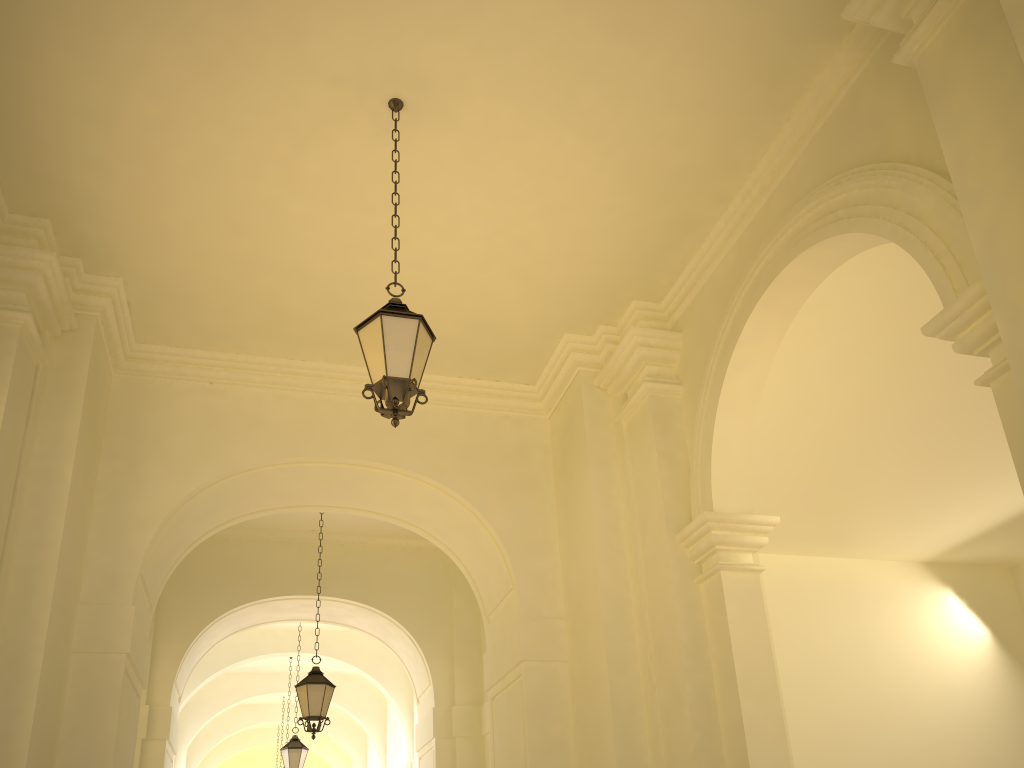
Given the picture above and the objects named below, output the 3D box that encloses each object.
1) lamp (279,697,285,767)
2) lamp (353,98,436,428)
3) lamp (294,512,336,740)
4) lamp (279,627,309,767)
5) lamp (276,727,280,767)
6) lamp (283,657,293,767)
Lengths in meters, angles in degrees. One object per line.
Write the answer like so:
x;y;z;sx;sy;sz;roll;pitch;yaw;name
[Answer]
-5.919;9.532;22.444;0.511;3.121;0.467;4;-25;-16;lamp
-0.745;-0.847;5.593;0.444;2.419;0.538;-9;-25;12;lamp
-2.469;2.856;11.152;0.526;3.121;0.454;-24;-31;39;lamp
-3.833;5.495;15.616;0.511;3.121;0.467;4;-25;-16;lamp
-6.946;11.520;25.806;0.511;3.121;0.467;4;-25;-16;lamp
-4.885;7.532;19.061;0.511;3.121;0.467;4;-25;-16;lamp
